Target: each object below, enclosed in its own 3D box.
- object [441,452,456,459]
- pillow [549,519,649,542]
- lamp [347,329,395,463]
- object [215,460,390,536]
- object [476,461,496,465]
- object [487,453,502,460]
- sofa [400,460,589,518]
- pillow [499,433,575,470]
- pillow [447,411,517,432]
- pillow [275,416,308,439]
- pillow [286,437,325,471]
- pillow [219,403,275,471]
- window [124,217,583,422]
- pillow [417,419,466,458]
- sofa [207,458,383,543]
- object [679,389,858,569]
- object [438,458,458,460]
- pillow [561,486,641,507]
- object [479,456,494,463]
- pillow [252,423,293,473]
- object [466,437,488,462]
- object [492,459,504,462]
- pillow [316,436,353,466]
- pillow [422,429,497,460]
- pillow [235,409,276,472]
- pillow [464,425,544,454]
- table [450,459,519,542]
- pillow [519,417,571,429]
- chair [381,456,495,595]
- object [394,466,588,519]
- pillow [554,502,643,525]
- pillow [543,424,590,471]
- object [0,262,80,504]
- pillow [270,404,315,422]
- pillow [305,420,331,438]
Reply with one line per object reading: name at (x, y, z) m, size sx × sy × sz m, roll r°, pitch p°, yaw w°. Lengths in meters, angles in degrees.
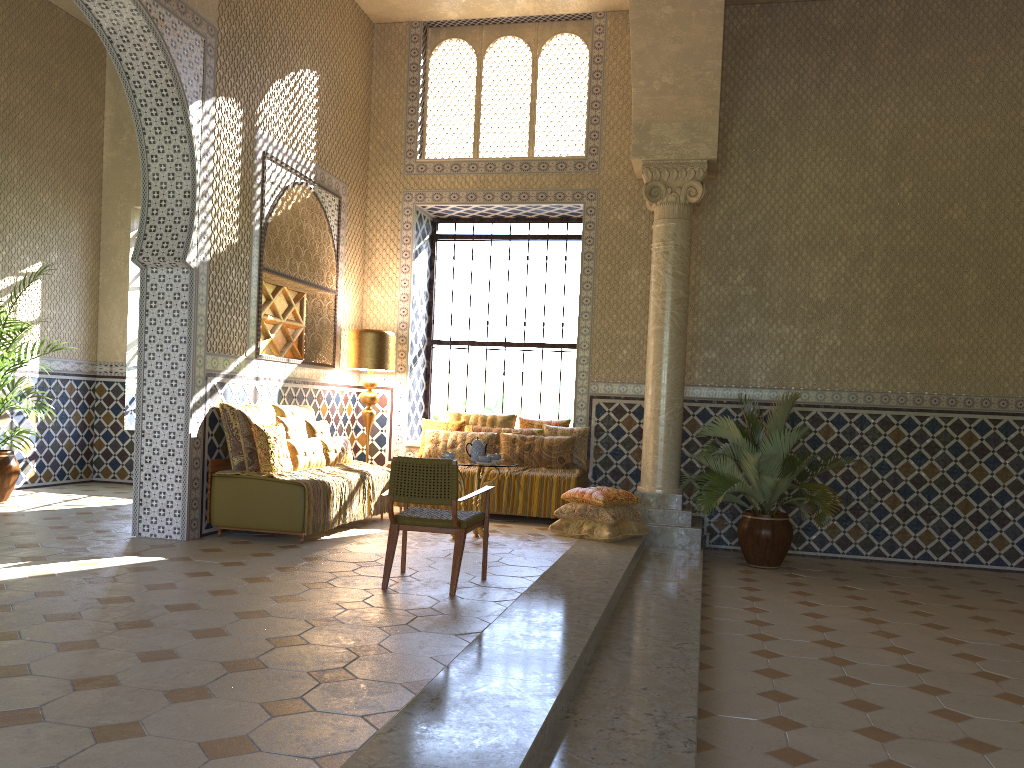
object at (-0.811, 0.926, 11.292) m, size 0.183 × 0.100 × 0.183 m, roll 3°, pitch -1°, yaw -6°
pillow at (1.195, 1.965, 12.094) m, size 0.989 × 0.368 × 1.044 m, roll 2°, pitch -1°, yaw 38°
lamp at (-2.281, 0.561, 14.084) m, size 0.737 × 2.818 × 0.735 m, roll 2°, pitch 2°, yaw -18°
object at (-2.612, 1.430, 11.666) m, size 1.313 × 0.718 × 2.887 m, roll 2°, pitch -1°, yaw 13°
object at (-0.322, 0.975, 10.896) m, size 0.255 × 0.032 × 0.256 m, roll 2°, pitch -1°, yaw 9°
object at (-0.230, 0.958, 11.524) m, size 0.183 × 0.100 × 0.183 m, roll 3°, pitch -1°, yaw 1°
sofa at (-0.301, 1.599, 13.768) m, size 2.848 × 0.939 × 1.274 m, roll 2°, pitch 0°, yaw 12°
pillow at (0.355, 1.054, 13.641) m, size 1.191 × 0.547 × 0.329 m, roll 2°, pitch 1°, yaw 12°
pillow at (-0.540, 0.869, 14.303) m, size 1.191 × 0.833 × 0.422 m, roll 2°, pitch 1°, yaw 12°
pillow at (-2.870, 0.769, 11.622) m, size 0.340 × 0.694 × 0.741 m, roll 3°, pitch 0°, yaw 13°
pillow at (-2.693, 0.931, 11.497) m, size 0.271 × 0.451 × 0.983 m, roll 3°, pitch -1°, yaw 13°
pillow at (-3.250, 0.664, 11.172) m, size 0.422 × 0.833 × 1.192 m, roll 3°, pitch 0°, yaw 13°
window at (-2.933, -0.998, 15.680) m, size 8.480 × 3.996 × 0.573 m, roll 2°, pitch 2°, yaw 9°
pillow at (-1.138, 0.916, 14.212) m, size 0.740 × 0.694 × 0.340 m, roll 3°, pitch 1°, yaw 13°
sofa at (-2.670, 1.437, 11.691) m, size 1.273 × 0.938 × 2.850 m, roll 2°, pitch -1°, yaw 13°
object at (3.661, 1.310, 12.289) m, size 2.641 × 2.505 × 2.162 m, roll 3°, pitch 0°, yaw -1°
object at (-0.813, 0.964, 11.294) m, size 0.256 × 0.032 × 0.255 m, roll 3°, pitch -1°, yaw -9°
pillow at (1.207, 1.554, 12.065) m, size 0.748 × 0.311 × 0.803 m, roll 4°, pitch -1°, yaw -43°
object at (-0.319, 0.938, 10.895) m, size 0.183 × 0.100 × 0.183 m, roll 2°, pitch -1°, yaw 9°
pillow at (-2.884, 0.805, 10.718) m, size 0.344 × 0.652 × 0.685 m, roll 3°, pitch 0°, yaw 12°
object at (-0.447, 0.833, 11.250) m, size 0.273 × 0.324 × 0.199 m, roll 3°, pitch 1°, yaw 2°
object at (-0.232, 0.996, 11.526) m, size 0.256 × 0.032 × 0.255 m, roll 3°, pitch -1°, yaw -9°
pillow at (-2.491, 0.964, 12.412) m, size 0.271 × 0.451 × 0.983 m, roll 3°, pitch -1°, yaw 13°
pillow at (-0.841, 1.007, 13.904) m, size 1.191 × 0.547 × 0.329 m, roll 2°, pitch 1°, yaw 12°
pillow at (-3.104, 0.705, 10.911) m, size 0.383 × 0.781 × 0.834 m, roll 3°, pitch 0°, yaw 13°
pillow at (-0.160, 0.984, 13.977) m, size 1.340 × 0.616 × 0.370 m, roll 2°, pitch 1°, yaw 12°
table at (-0.488, 1.482, 11.230) m, size 1.099 × 0.982 × 1.101 m, roll 2°, pitch 0°, yaw 42°
pillow at (0.482, 0.940, 14.138) m, size 0.855 × 0.802 × 0.393 m, roll 3°, pitch 1°, yaw 13°
chair at (-0.740, 1.281, 8.395) m, size 0.950 × 1.211 × 0.906 m, roll 3°, pitch 1°, yaw 12°
object at (-0.353, 1.586, 13.716) m, size 2.884 × 0.719 × 1.314 m, roll 2°, pitch -1°, yaw 13°
pillow at (1.184, 1.762, 12.083) m, size 0.930 × 0.348 × 0.881 m, roll 2°, pitch -1°, yaw 33°
pillow at (0.820, 0.993, 13.781) m, size 0.740 × 0.694 × 0.340 m, roll 3°, pitch 1°, yaw 13°
object at (-7.395, -0.078, 12.358) m, size 2.255 × 3.558 × 2.753 m, roll 3°, pitch 1°, yaw 16°
pillow at (-2.991, 0.707, 12.340) m, size 0.422 × 0.833 × 1.192 m, roll 3°, pitch 0°, yaw 13°
pillow at (-2.698, 0.828, 12.407) m, size 0.313 × 0.638 × 0.681 m, roll 3°, pitch 0°, yaw 13°
